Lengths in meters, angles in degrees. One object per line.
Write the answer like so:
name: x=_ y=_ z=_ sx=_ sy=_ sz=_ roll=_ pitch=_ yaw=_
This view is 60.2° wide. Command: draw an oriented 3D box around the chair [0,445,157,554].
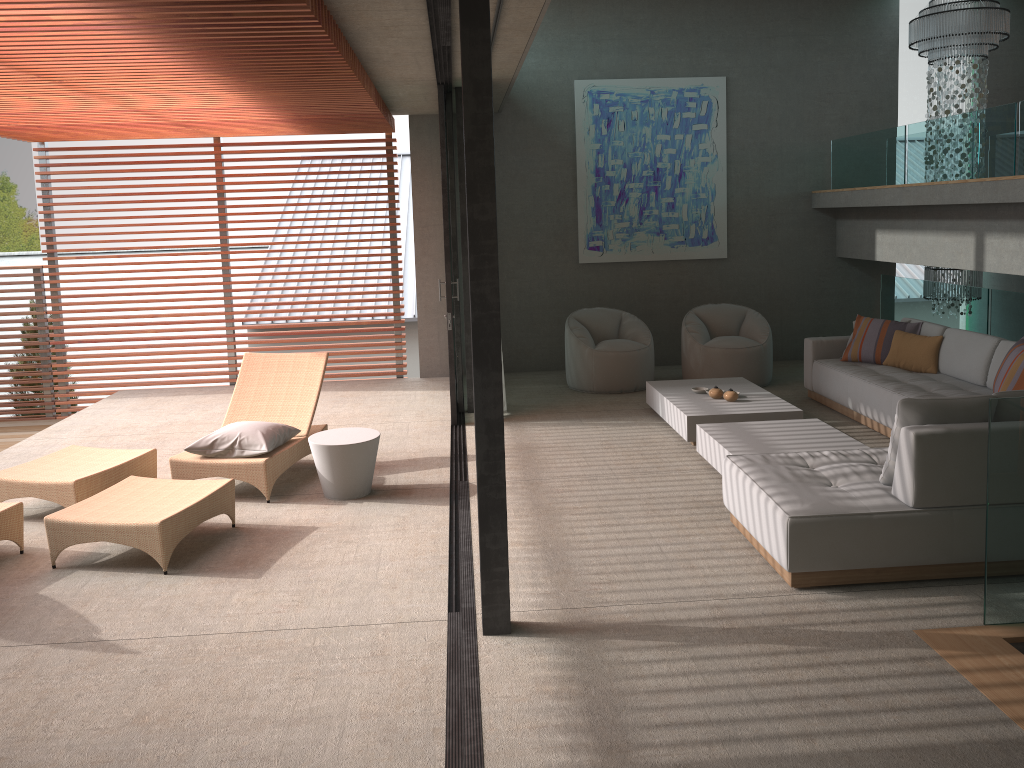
chair: x=-3.102 y=0.539 z=5.108 sx=0.700 sy=0.819 sz=2.321 roll=0 pitch=10 yaw=15

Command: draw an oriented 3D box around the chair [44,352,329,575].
chair: x=-1.944 y=0.378 z=5.755 sx=0.700 sy=0.818 sz=2.321 roll=0 pitch=10 yaw=11

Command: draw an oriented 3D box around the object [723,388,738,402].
object: x=1.768 y=0.087 z=7.140 sx=0.119 sy=0.105 sz=0.120 roll=3 pitch=10 yaw=31

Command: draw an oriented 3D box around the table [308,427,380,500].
table: x=-1.111 y=0.539 z=5.915 sx=0.476 sy=0.389 sz=0.479 roll=-5 pitch=10 yaw=-22

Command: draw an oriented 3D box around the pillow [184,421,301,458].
pillow: x=-1.842 y=0.370 z=6.082 sx=0.595 sy=0.192 sz=0.600 roll=0 pitch=10 yaw=8

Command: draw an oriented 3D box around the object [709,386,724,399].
object: x=1.677 y=0.066 z=7.265 sx=0.119 sy=0.105 sz=0.121 roll=-2 pitch=9 yaw=1

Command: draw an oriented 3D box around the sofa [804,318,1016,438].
sofa: x=3.363 y=0.039 z=6.639 sx=1.049 sy=0.745 sz=3.499 roll=-2 pitch=11 yaw=-3

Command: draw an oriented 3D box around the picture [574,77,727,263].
picture: x=1.591 y=-2.428 z=10.050 sx=1.720 sy=2.031 sz=0.030 roll=-2 pitch=6 yaw=-4

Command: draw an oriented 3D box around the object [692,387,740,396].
object: x=1.703 y=0.074 z=7.399 sx=0.439 sy=0.039 sz=0.156 roll=8 pitch=14 yaw=42

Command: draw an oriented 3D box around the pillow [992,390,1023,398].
pillow: x=2.572 y=0.253 z=4.377 sx=0.492 sy=0.493 sz=0.240 roll=-2 pitch=7 yaw=-3

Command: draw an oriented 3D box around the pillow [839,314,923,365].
pillow: x=3.267 y=-0.378 z=7.815 sx=0.657 sy=0.438 sz=0.343 roll=6 pitch=11 yaw=40

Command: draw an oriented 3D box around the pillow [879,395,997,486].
pillow: x=2.092 y=0.284 z=4.351 sx=0.492 sy=0.479 sz=0.268 roll=-2 pitch=7 yaw=-3

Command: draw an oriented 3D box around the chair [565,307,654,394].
chair: x=1.013 y=-0.370 z=9.192 sx=0.922 sy=0.780 sz=0.931 roll=-2 pitch=9 yaw=1

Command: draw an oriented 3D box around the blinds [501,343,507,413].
blinds: x=-0.265 y=-1.345 z=8.825 sx=0.223 sy=2.896 sz=2.451 roll=-2 pitch=8 yaw=-3

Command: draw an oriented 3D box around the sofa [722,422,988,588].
sofa: x=2.023 y=0.478 z=4.615 sx=1.596 sy=0.726 sz=1.024 roll=-2 pitch=9 yaw=-3

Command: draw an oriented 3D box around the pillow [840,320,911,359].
pillow: x=3.313 y=-0.374 z=8.010 sx=0.619 sy=0.416 sz=0.314 roll=4 pitch=10 yaw=33

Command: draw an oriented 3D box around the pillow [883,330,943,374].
pillow: x=3.413 y=-0.273 z=7.483 sx=0.227 sy=0.321 sz=0.466 roll=-8 pitch=11 yaw=-40

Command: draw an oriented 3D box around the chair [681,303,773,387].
chair: x=2.226 y=-0.406 z=9.173 sx=0.922 sy=0.780 sz=0.930 roll=1 pitch=9 yaw=20

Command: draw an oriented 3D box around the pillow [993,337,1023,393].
pillow: x=3.418 y=-0.057 z=5.943 sx=0.311 sy=0.489 sz=0.745 roll=1 pitch=10 yaw=20

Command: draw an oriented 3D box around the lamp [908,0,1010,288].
lamp: x=4.966 y=-2.710 z=9.886 sx=1.002 sy=3.903 sz=1.006 roll=-5 pitch=7 yaw=-23
